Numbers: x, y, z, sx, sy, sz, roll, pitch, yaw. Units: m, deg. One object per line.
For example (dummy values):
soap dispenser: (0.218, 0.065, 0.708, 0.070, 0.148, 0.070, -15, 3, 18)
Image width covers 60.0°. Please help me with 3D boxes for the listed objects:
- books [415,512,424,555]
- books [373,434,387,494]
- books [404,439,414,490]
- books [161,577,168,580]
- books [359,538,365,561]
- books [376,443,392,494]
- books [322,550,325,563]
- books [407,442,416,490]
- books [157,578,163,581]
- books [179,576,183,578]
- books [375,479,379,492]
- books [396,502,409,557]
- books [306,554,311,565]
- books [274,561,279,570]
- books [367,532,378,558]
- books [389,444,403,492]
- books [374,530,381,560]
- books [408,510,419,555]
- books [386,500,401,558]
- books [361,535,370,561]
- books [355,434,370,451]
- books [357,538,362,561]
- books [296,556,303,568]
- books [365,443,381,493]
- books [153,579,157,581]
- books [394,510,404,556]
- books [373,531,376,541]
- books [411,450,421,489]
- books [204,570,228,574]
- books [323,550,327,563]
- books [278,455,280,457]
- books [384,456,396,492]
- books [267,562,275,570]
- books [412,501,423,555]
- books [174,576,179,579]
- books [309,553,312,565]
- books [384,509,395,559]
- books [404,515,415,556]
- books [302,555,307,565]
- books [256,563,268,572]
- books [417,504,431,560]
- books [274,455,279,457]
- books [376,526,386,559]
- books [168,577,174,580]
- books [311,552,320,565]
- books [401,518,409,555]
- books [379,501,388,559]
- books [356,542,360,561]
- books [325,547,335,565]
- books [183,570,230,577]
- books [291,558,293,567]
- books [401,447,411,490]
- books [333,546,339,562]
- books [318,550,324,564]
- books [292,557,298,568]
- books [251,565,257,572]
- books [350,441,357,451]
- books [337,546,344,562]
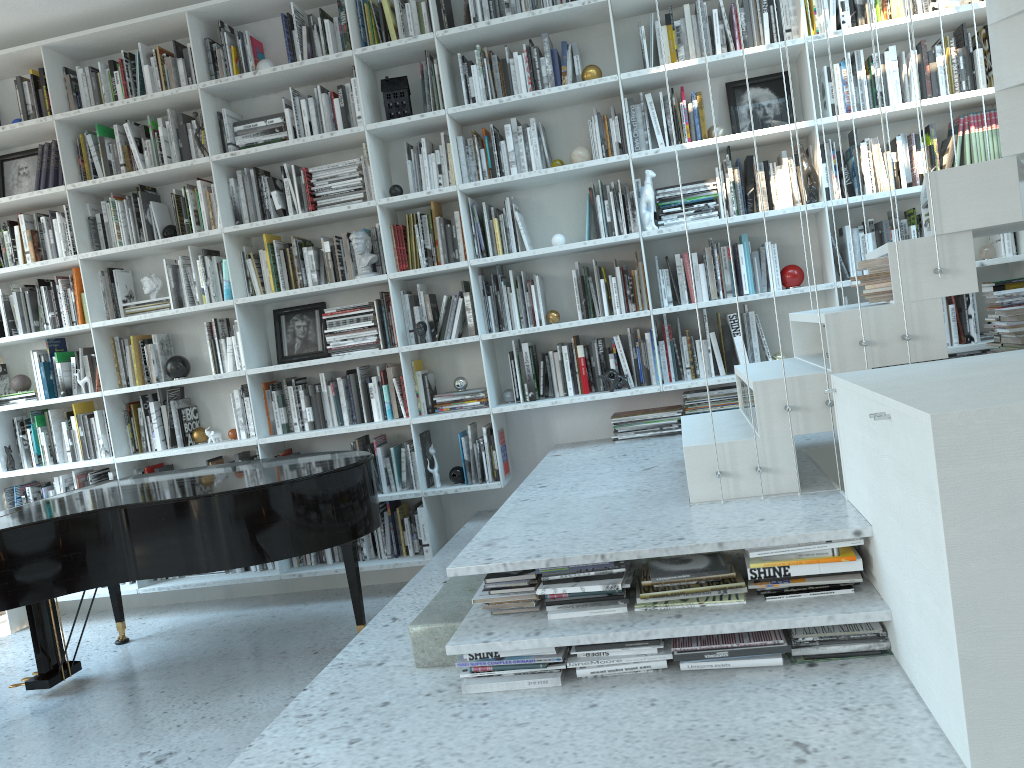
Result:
books: (-0.461, 0.778, 4.710, 0.029, 0.218, 0.190, -8, 4, 11)
books: (-0.675, 0.419, 4.662, 0.015, 0.293, 0.169, -8, 4, 11)
books: (-0.519, 0.419, 4.652, 0.022, 0.249, 0.130, -8, 4, 11)
books: (-1.934, 0.996, 5.013, 0.053, 0.184, 0.148, -8, 4, 11)
books: (-0.793, 0.764, 4.770, 0.014, 0.336, 0.182, -8, 4, 11)
books: (-0.654, 0.441, 4.657, 0.022, 0.244, 0.180, -8, 4, 11)
books: (-1.014, 0.842, 4.836, 0.012, 0.239, 0.128, -8, 4, 11)
books: (-0.504, 0.423, 4.642, 0.010, 0.239, 0.167, -8, 4, 11)
books: (-1.972, 0.994, 5.027, 0.025, 0.198, 0.160, -8, 4, 11)
books: (-1.853, 0.935, 4.999, 0.027, 0.282, 0.129, -8, 4, 11)
books: (-0.740, 0.483, 4.673, 0.025, 0.185, 0.170, -8, 4, 11)
books: (-0.567, 0.772, 4.732, 0.011, 0.258, 0.171, -8, 4, 11)
books: (-1.100, 0.841, 4.854, 0.025, 0.264, 0.144, -8, 4, 11)
books: (-1.264, 0.867, 4.858, 0.024, 0.260, 0.189, -8, 4, 11)
books: (-0.752, 0.795, 4.783, 0.024, 0.262, 0.131, -8, 4, 11)
books: (-0.594, 0.438, 4.660, 0.024, 0.233, 0.146, -8, 4, 11)
books: (-0.697, 0.817, 4.751, 0.010, 0.206, 0.179, -8, 4, 11)
books: (-0.499, 0.777, 4.732, 0.028, 0.228, 0.161, -8, 4, 11)
books: (-0.612, 0.749, 4.729, 0.013, 0.317, 0.186, -8, 4, 11)
books: (-0.776, 0.786, 4.770, 0.014, 0.288, 0.184, -8, 4, 11)
books: (-0.767, 0.427, 4.675, 0.013, 0.303, 0.181, -8, 4, 11)
books: (-0.800, 0.826, 4.786, 0.022, 0.213, 0.167, -8, 4, 11)
books: (-1.147, 0.830, 4.841, 0.014, 0.301, 0.184, -8, 4, 11)
books: (-0.707, 0.439, 4.697, 0.066, 0.261, 0.132, -8, 4, 11)
books: (-2.007, 0.955, 5.031, 0.012, 0.285, 0.159, -8, 4, 11)
books: (-0.582, 0.783, 4.751, 0.028, 0.239, 0.140, -8, 4, 11)
books: (-0.716, 0.814, 4.787, 0.040, 0.212, 0.129, -8, 4, 11)
books: (-0.482, 0.441, 4.642, 0.027, 0.196, 0.146, -8, 4, 11)
books: (-1.677, 1.036, 4.969, 0.254, 0.007, 0.160, -8, 3, 15)
books: (-1.004, 0.822, 4.836, 0.012, 0.276, 0.154, -8, 4, 11)
books: (-1.202, 0.505, 4.772, 0.011, 0.266, 0.152, -8, 4, 11)
books: (-0.618, 0.466, 4.671, 0.036, 0.183, 0.146, -8, 4, 11)
books: (-1.333, 0.868, 4.888, 0.073, 0.276, 0.181, -8, 4, 11)
books: (-0.483, 0.761, 4.719, 0.013, 0.256, 0.176, -8, 4, 11)
books: (-1.875, 0.966, 5.005, 0.027, 0.227, 0.139, -8, 4, 11)
books: (-1.089, 0.803, 4.838, 0.012, 0.337, 0.144, -8, 4, 11)
books: (-0.636, 0.786, 4.733, 0.044, 0.251, 0.186, -8, 4, 11)
books: (-0.524, 0.793, 4.726, 0.022, 0.205, 0.191, -8, 4, 11)
books: (-1.134, 0.808, 4.854, 0.014, 0.340, 0.139, -8, 4, 11)
books: (-1.378, 0.875, 4.884, 0.012, 0.275, 0.180, -8, 4, 11)
books: (-0.420, 0.750, 4.643, 0.038, 0.269, 0.276, -8, 4, 11)
books: (-1.238, 0.512, 4.783, 0.014, 0.261, 0.132, -8, 4, 11)
books: (-0.677, 0.812, 4.752, 0.029, 0.210, 0.170, -8, 4, 11)
books: (-1.901, 0.968, 5.001, 0.023, 0.232, 0.164, -8, 4, 11)
books: (-1.065, 0.813, 4.835, 0.034, 0.311, 0.169, -8, 4, 11)
books: (-0.543, 0.802, 4.741, 0.024, 0.191, 0.154, -8, 4, 11)
books: (-0.664, 0.768, 4.746, 0.011, 0.293, 0.183, -8, 4, 11)
books: (-0.823, 0.793, 4.783, 0.013, 0.285, 0.184, -8, 4, 11)
books: (-0.973, 0.854, 4.809, 0.028, 0.206, 0.174, -8, 4, 11)
books: (-1.675, 1.043, 4.979, 0.285, 0.007, 0.159, -8, 3, 11)
books: (-1.188, 0.858, 4.872, 0.012, 0.254, 0.160, -8, 4, 11)
books: (-0.552, 0.438, 4.671, 0.053, 0.220, 0.132, -8, 4, 11)
books: (-0.939, 0.852, 4.833, 0.030, 0.197, 0.143, -8, 4, 11)
books: (-1.031, 0.840, 4.842, 0.022, 0.247, 0.143, -8, 4, 11)
books: (-1.163, 0.855, 4.846, 0.026, 0.256, 0.183, -8, 4, 11)
books: (-1.421, 0.891, 4.903, 0.062, 0.253, 0.177, -8, 4, 11)
books: (-0.800, 0.440, 4.697, 0.012, 0.285, 0.159, -8, 4, 11)
books: (-0.921, 0.802, 4.814, 0.026, 0.294, 0.154, -8, 4, 11)
